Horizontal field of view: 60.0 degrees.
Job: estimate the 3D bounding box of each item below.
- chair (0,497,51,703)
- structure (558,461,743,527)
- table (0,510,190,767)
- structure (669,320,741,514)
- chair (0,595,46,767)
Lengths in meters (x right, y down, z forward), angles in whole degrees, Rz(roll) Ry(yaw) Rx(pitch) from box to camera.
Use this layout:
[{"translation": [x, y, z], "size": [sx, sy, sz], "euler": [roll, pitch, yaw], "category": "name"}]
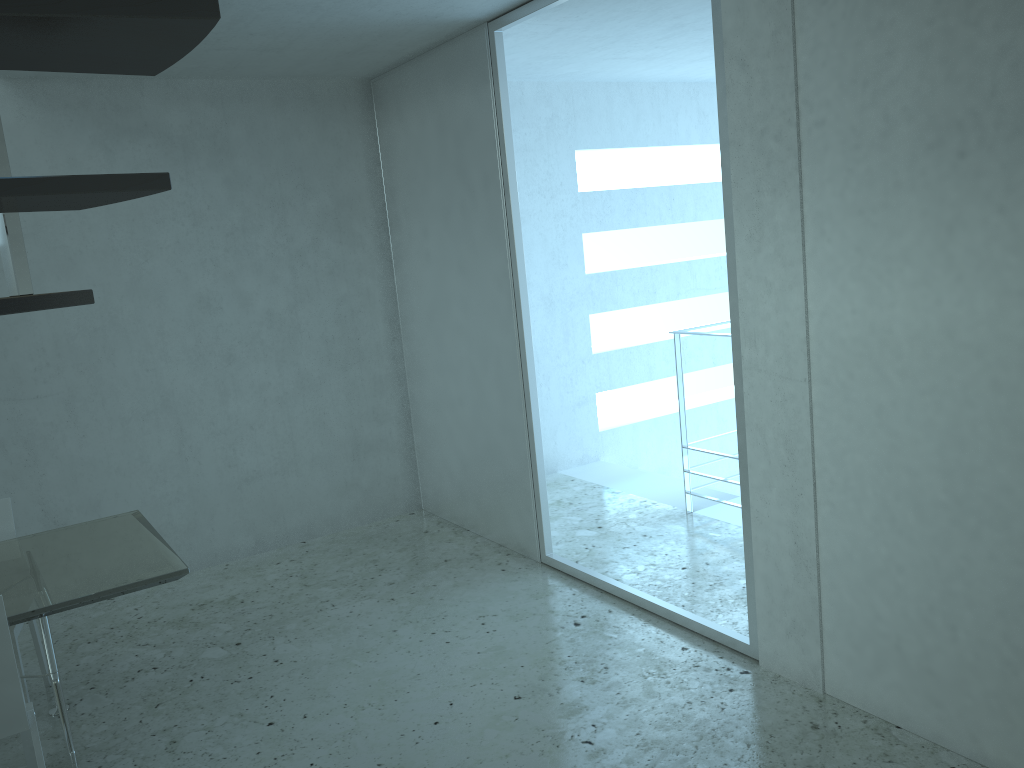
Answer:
[{"translation": [-2.218, 0.970, 3.640], "size": [0.410, 0.857, 0.492], "euler": [-9, 10, -21], "category": "chair"}, {"translation": [3.792, 1.594, 8.708], "size": [7.667, 3.225, 2.580], "euler": [-12, 11, -31], "category": "structure"}, {"translation": [-2.252, 1.138, 3.068], "size": [2.100, 0.720, 1.000], "euler": [-12, 11, -31], "category": "table"}, {"translation": [3.269, 0.854, 5.873], "size": [4.222, 2.960, 1.606], "euler": [-12, 11, -31], "category": "structure"}, {"translation": [-1.762, 1.060, 2.823], "size": [0.410, 0.857, 0.492], "euler": [-12, 11, -31], "category": "chair"}]
